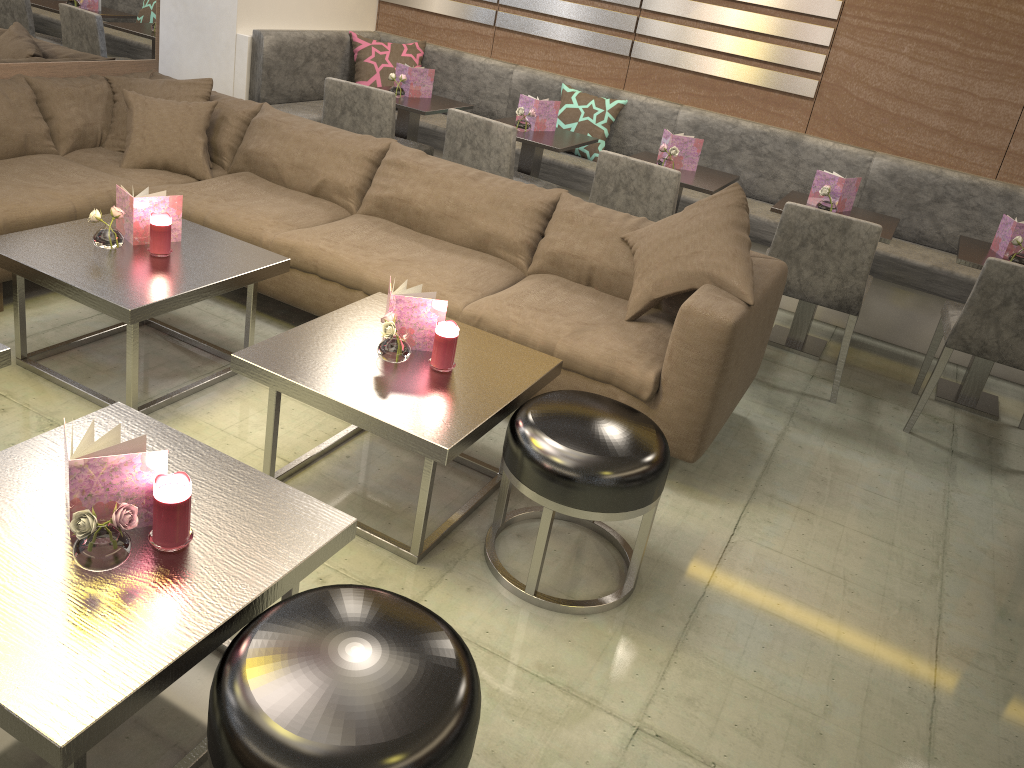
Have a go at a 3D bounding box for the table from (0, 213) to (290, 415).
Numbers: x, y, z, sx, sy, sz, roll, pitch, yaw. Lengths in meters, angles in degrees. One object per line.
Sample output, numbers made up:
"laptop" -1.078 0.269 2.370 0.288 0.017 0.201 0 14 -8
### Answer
"table" -1.211 -0.242 2.876 0.663 0.401 0.670 21 27 21

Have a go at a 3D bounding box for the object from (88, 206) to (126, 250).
"object" -1.263 -0.491 2.758 0.102 0.128 0.094 6 24 -11

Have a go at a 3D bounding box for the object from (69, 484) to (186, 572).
"object" -0.651 0.240 1.509 0.194 0.122 0.097 -6 29 -32

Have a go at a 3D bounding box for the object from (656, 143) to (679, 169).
"object" 0.737 -1.072 4.179 0.094 0.122 0.104 5 25 -12

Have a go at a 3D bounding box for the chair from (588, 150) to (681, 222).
"chair" 0.588 -0.685 4.081 0.482 0.741 0.501 22 26 23

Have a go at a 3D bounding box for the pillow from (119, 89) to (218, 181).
"pillow" -1.441 -1.037 3.715 0.380 0.314 0.242 1 26 -20

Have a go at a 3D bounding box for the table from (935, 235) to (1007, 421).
"table" 2.079 -0.216 3.815 0.510 0.637 0.515 21 26 21

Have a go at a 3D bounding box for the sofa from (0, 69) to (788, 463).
"sofa" -1.260 -0.116 2.310 3.208 0.657 3.839 21 27 20

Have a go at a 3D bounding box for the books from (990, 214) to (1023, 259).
"books" 2.163 -0.610 3.751 0.157 0.160 0.147 12 24 3

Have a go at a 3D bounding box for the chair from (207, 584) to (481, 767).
"chair" -0.282 0.610 1.454 0.425 0.438 0.431 19 25 17

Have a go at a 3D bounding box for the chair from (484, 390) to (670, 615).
"chair" 0.170 0.277 2.306 0.423 0.438 0.434 12 24 4

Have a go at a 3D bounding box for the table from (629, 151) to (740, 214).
"table" 0.737 -0.743 4.376 0.510 0.637 0.515 21 26 21

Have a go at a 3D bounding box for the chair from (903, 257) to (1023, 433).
"chair" 1.934 -0.143 3.492 0.481 0.741 0.501 20 25 20

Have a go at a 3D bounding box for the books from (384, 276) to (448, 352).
"books" -0.276 -0.197 2.511 0.157 0.160 0.147 6 25 -11

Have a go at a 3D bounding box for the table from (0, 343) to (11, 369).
"table" -1.664 0.091 2.022 0.663 0.401 0.670 21 27 21

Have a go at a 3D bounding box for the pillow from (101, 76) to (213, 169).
"pillow" -1.542 -1.161 3.865 0.525 0.383 0.300 7 24 -7

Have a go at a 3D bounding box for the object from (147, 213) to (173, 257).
"object" -1.105 -0.471 2.779 0.075 0.125 0.078 9 24 -4

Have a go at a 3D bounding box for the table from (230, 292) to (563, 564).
"table" -0.320 0.108 2.503 0.663 0.401 0.670 21 27 21

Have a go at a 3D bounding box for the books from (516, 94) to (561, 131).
"books" 0.134 -1.408 4.599 0.159 0.160 0.146 -13 33 -42

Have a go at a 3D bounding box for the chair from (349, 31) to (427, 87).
"chair" -0.756 -1.906 5.434 0.491 0.416 0.304 0 26 -22

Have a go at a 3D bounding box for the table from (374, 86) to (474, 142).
"table" -0.605 -1.271 4.937 0.510 0.637 0.515 21 26 21

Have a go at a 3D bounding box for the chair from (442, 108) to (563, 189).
"chair" -0.079 -0.950 4.367 0.483 0.741 0.500 24 27 27

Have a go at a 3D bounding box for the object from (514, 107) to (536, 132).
"object" 0.061 -1.341 4.468 0.110 0.122 0.094 -5 28 -31

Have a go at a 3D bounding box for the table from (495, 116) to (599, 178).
"table" 0.066 -1.007 4.656 0.510 0.637 0.515 21 26 21

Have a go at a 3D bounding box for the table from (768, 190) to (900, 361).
"table" 1.408 -0.480 4.095 0.510 0.637 0.515 21 26 21

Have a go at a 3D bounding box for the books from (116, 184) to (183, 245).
"books" -1.188 -0.556 2.894 0.159 0.160 0.146 -13 33 -42

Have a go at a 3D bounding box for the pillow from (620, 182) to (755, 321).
"pillow" 0.598 -0.428 2.937 0.631 0.499 0.302 28 29 33

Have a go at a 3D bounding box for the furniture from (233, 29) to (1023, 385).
"furniture" 0.533 -0.303 3.176 5.699 0.831 4.339 21 28 21

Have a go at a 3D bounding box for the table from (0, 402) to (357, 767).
"table" -0.773 0.442 1.650 0.663 0.401 0.670 21 27 21

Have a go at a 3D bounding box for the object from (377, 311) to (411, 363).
"object" -0.314 -0.126 2.380 0.095 0.125 0.109 4 25 -16

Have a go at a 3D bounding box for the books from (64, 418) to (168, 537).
"books" -0.722 0.161 1.610 0.158 0.160 0.147 -4 28 -29

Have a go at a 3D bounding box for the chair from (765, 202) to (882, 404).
"chair" 1.278 -0.410 3.786 0.480 0.741 0.502 19 25 17

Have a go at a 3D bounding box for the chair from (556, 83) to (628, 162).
"chair" 0.408 -1.499 5.121 0.431 0.385 0.223 21 25 22

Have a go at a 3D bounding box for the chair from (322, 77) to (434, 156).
"chair" -0.727 -1.199 4.624 0.479 0.741 0.503 17 24 14

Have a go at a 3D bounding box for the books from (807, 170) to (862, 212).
"books" 1.472 -0.882 4.040 0.159 0.160 0.146 -13 33 -42

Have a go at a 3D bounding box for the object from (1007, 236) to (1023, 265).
"object" 2.087 -0.539 3.610 0.093 0.122 0.109 -5 29 -32

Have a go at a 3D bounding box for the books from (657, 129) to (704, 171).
"books" 0.819 -1.138 4.313 0.157 0.160 0.147 6 25 -11

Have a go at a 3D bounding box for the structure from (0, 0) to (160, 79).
"structure" -2.729 -0.859 2.885 0.226 0.980 3.847 20 27 20

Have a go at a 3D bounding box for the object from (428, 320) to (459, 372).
"object" -0.181 -0.104 2.386 0.075 0.125 0.078 5 24 -13

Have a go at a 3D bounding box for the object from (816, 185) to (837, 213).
"object" 1.399 -0.814 3.906 0.096 0.122 0.107 21 26 21

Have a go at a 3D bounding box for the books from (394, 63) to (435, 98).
"books" -0.541 -1.673 4.881 0.159 0.160 0.146 -13 33 -42

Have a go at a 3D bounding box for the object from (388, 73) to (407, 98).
"object" -0.613 -1.603 4.742 0.107 0.122 0.097 0 26 -22

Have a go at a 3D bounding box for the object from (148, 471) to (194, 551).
"object" -0.599 0.223 1.558 0.075 0.125 0.078 5 24 -13
